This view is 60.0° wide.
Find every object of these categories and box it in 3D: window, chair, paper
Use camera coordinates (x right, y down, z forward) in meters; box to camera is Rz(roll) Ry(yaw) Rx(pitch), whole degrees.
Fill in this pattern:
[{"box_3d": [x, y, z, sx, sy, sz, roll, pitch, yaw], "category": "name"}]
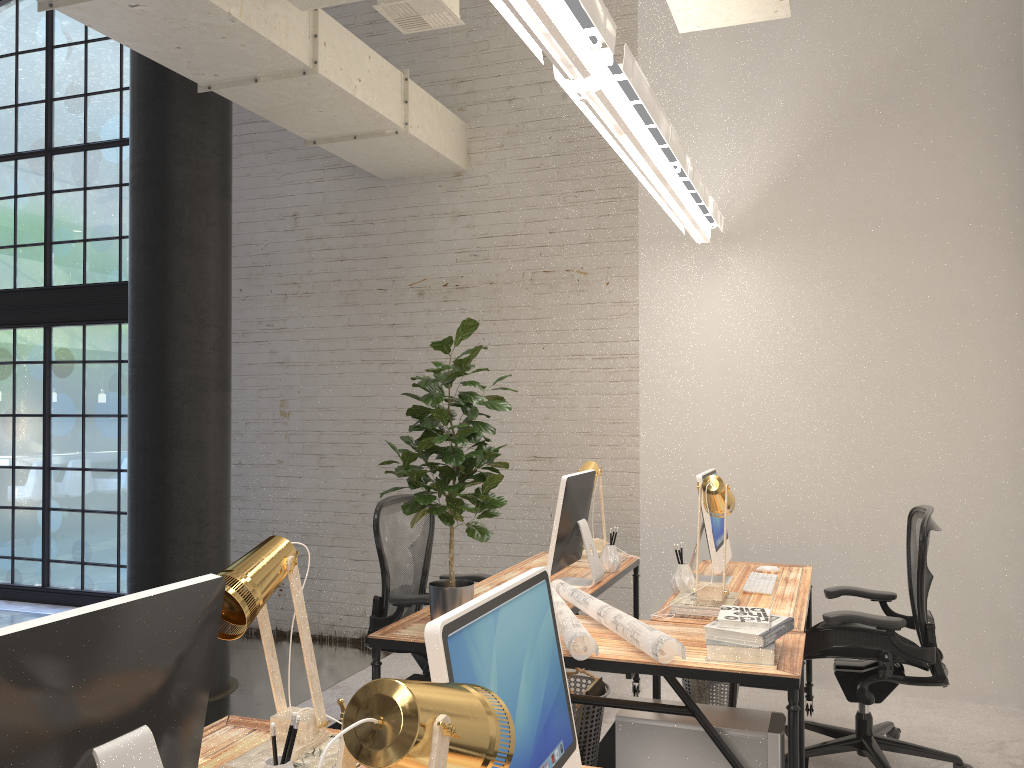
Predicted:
[{"box_3d": [-3.724, -0.799, 7.126, 2.491, 5.178, 0.138, -1, -1, 20], "category": "window"}, {"box_3d": [-0.303, 1.065, 4.115, 0.792, 1.085, 0.770, 0, -1, 4], "category": "chair"}, {"box_3d": [1.467, 1.047, 3.671, 0.792, 1.085, 0.770, 0, -1, 4], "category": "chair"}, {"box_3d": [0.162, 0.806, 3.181, 0.083, 0.082, 1.134, 0, -2, -5], "category": "paper"}, {"box_3d": [0.319, 0.804, 3.123, 0.083, 0.082, 1.134, 0, -2, -15], "category": "paper"}]

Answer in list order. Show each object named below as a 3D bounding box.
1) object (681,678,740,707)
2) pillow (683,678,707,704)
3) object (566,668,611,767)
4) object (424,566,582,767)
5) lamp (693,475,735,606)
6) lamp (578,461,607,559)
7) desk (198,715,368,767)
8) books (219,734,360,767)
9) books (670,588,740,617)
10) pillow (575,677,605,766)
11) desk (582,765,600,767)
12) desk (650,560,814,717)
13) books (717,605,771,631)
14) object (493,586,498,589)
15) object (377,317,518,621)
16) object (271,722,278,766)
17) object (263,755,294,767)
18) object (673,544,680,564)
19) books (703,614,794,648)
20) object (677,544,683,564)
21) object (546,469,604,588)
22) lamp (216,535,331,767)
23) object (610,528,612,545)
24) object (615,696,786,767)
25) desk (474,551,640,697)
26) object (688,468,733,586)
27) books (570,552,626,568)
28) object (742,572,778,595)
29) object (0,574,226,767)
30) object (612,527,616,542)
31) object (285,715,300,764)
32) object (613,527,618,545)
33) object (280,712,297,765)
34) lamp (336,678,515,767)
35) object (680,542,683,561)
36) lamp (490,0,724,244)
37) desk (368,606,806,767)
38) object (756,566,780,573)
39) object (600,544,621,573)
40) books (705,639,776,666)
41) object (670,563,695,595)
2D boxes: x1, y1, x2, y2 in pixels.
[{"box_3d": [0.949, 1.390, 4.242, 0.353, 0.435, 0.359, -1, -1, 16], "category": "object"}, {"box_3d": [0.876, 1.404, 4.274, 0.119, 0.406, 0.239, -1, -1, 21], "category": "pillow"}, {"box_3d": [0.216, 1.368, 3.532, 0.353, 0.435, 0.359, -1, -1, 16], "category": "object"}, {"box_3d": [-0.017, 0.569, 1.403, 0.189, 0.485, 0.484, -1, -2, 20], "category": "object"}, {"box_3d": [0.784, 0.584, 3.430, 0.126, 0.470, 0.344, -1, -1, 20], "category": "lamp"}, {"box_3d": [0.377, 0.616, 4.373, 0.126, 0.470, 0.344, -1, -1, 20], "category": "lamp"}, {"box_3d": [-0.706, 1.178, 1.507, 0.529, 0.724, 1.401, -1, -2, 20], "category": "desk"}, {"box_3d": [-0.470, 0.807, 1.876, 0.225, 0.038, 0.309, -1, -2, 20], "category": "books"}, {"box_3d": [0.741, 0.834, 3.387, 0.225, 0.038, 0.309, -1, -2, 20], "category": "books"}, {"box_3d": [0.288, 1.380, 3.501, 0.119, 0.406, 0.239, -1, -1, 21], "category": "pillow"}, {"box_3d": [0.088, 1.166, 1.212, 0.529, 0.724, 1.401, -1, -2, 20], "category": "desk"}, {"box_3d": [0.979, 1.227, 3.743, 0.529, 0.724, 1.401, -1, -2, 20], "category": "desk"}, {"box_3d": [0.728, 0.731, 2.776, 0.153, 0.030, 0.185, -1, -2, 18], "category": "books"}, {"box_3d": [-0.031, 0.849, 3.658, 0.106, 0.029, 0.059, -1, -2, 21], "category": "object"}, {"box_3d": [-0.219, 0.310, 3.136, 0.439, 1.077, 0.514, 0, -1, 11], "category": "object"}, {"box_3d": [-0.429, 0.714, 1.617, 0.008, 0.207, 0.054, 0, -1, 3], "category": "object"}, {"box_3d": [-0.431, 0.757, 1.631, 0.101, 0.126, 0.101, 1, -2, -25], "category": "object"}, {"box_3d": [0.689, 0.758, 3.628, 0.054, 0.207, 0.008, 0, -1, 7], "category": "object"}, {"box_3d": [0.742, 0.762, 2.769, 0.193, 0.044, 0.257, -2, -2, 37], "category": "books"}, {"box_3d": [0.699, 0.757, 3.620, 0.054, 0.207, 0.008, 0, -1, -15], "category": "object"}, {"box_3d": [0.288, 0.629, 3.868, 0.189, 0.485, 0.484, -1, -2, 20], "category": "object"}, {"box_3d": [-0.513, 0.555, 1.842, 0.127, 0.470, 0.344, -1, -1, 20], "category": "lamp"}, {"box_3d": [0.462, 0.775, 4.147, 0.008, 0.207, 0.054, 0, -1, 3], "category": "object"}, {"box_3d": [0.638, 1.342, 2.990, 0.544, 0.455, 0.221, -1, -1, 20], "category": "object"}, {"box_3d": [0.185, 1.239, 4.037, 0.529, 0.724, 1.401, -1, -2, 20], "category": "desk"}, {"box_3d": [0.874, 0.630, 3.934, 0.189, 0.485, 0.484, -1, -2, 20], "category": "object"}, {"box_3d": [0.421, 0.868, 4.406, 0.225, 0.038, 0.309, -1, -2, 20], "category": "books"}, {"box_3d": [1.075, 0.859, 3.830, 0.118, 0.017, 0.439, -1, -2, 20], "category": "object"}, {"box_3d": [-0.603, 0.568, 1.337, 0.189, 0.485, 0.484, -1, -2, 20], "category": "object"}, {"box_3d": [0.464, 0.776, 4.176, 0.054, 0.207, 0.008, 0, -1, -15], "category": "object"}, {"box_3d": [-0.418, 0.715, 1.638, 0.054, 0.207, 0.008, 0, -1, 7], "category": "object"}, {"box_3d": [0.473, 0.776, 4.168, 0.054, 0.207, 0.008, 0, -1, 7], "category": "object"}, {"box_3d": [-0.427, 0.715, 1.646, 0.054, 0.207, 0.008, 0, -1, -15], "category": "object"}, {"box_3d": [-0.107, 0.523, 0.900, 0.127, 0.470, 0.344, -1, -1, 20], "category": "lamp"}, {"box_3d": [0.700, 0.758, 3.649, 0.008, 0.207, 0.054, 0, -1, 3], "category": "object"}, {"box_3d": [-0.226, -2.248, 1.316, 0.226, 2.863, 7.304, 0, -2, 20], "category": "lamp"}, {"box_3d": [0.257, 1.203, 2.974, 1.401, 0.724, 0.529, -1, -1, 20], "category": "desk"}, {"box_3d": [1.193, 0.862, 4.136, 0.106, 0.029, 0.059, -1, -2, 21], "category": "object"}, {"box_3d": [0.460, 0.817, 4.162, 0.101, 0.126, 0.101, 1, -2, -25], "category": "object"}, {"box_3d": [0.715, 0.809, 2.762, 0.200, 0.050, 0.271, -1, -2, 17], "category": "books"}, {"box_3d": [0.703, 0.799, 3.633, 0.101, 0.126, 0.101, 1, -2, -25], "category": "object"}]
